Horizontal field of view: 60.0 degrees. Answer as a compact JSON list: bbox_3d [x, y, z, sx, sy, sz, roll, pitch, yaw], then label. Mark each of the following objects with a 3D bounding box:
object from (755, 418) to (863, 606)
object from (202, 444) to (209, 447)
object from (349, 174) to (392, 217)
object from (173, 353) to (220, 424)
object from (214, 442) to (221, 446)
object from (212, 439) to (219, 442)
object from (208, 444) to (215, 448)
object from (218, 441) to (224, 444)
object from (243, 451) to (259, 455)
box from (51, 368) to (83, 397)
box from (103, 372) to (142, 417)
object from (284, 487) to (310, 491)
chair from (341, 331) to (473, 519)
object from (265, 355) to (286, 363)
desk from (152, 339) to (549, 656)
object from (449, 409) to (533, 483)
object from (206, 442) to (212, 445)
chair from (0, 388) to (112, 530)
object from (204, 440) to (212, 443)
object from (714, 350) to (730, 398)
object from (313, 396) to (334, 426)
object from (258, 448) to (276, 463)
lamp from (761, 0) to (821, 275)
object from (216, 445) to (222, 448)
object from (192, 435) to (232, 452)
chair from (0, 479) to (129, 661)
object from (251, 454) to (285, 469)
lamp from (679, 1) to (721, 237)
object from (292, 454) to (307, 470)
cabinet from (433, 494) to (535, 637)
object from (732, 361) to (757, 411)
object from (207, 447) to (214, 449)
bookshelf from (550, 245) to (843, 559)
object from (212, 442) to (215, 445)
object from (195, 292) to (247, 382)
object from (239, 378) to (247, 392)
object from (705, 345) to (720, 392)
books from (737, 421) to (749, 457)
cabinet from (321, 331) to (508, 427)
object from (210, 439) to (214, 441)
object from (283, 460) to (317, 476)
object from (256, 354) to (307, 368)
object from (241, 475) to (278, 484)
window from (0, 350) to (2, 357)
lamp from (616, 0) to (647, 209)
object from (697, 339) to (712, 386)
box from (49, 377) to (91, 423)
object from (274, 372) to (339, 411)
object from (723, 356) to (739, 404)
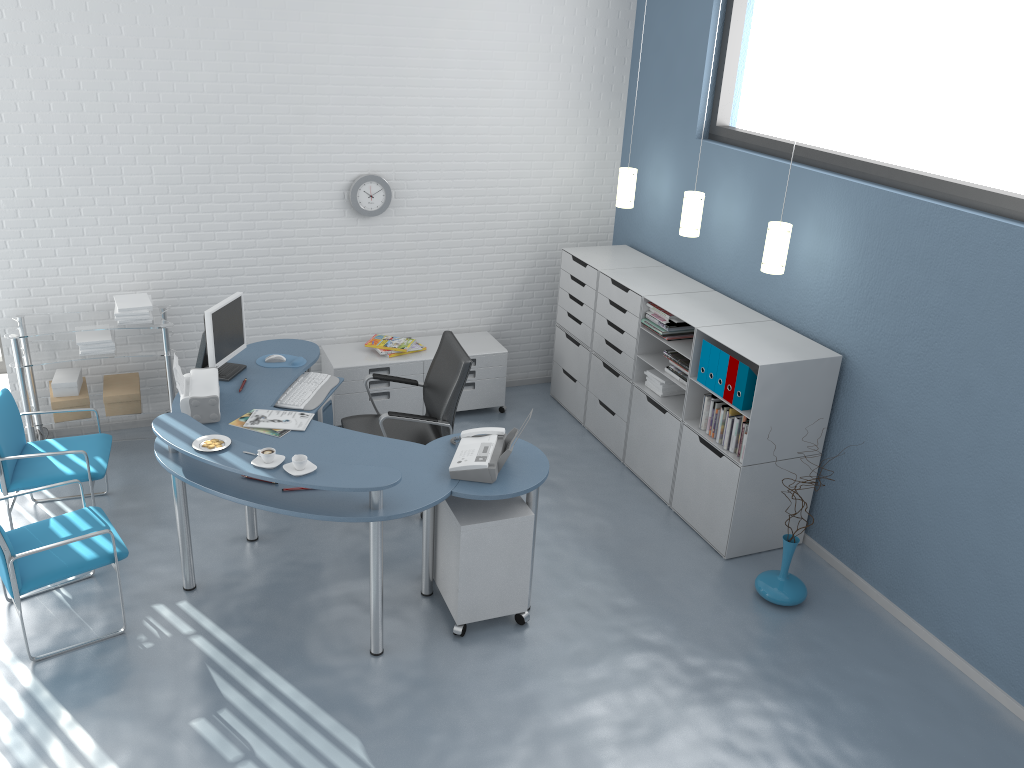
[{"bbox_3d":[1.415,0.659,4.339,0.357,0.972,0.312,23,30,38],"label":"object"},{"bbox_3d":[-1.314,0.263,3.805,0.027,0.005,0.025,9,24,12],"label":"object"},{"bbox_3d":[-0.937,-1.250,5.876,0.279,0.277,0.041,-6,25,-22],"label":"object"},{"bbox_3d":[-1.565,0.000,4.413,0.197,0.273,0.392,-4,24,-17],"label":"object"},{"bbox_3d":[-1.267,0.257,3.816,0.025,0.005,0.027,-10,27,-30],"label":"object"},{"bbox_3d":[-1.284,0.245,3.840,0.025,0.005,0.027,13,25,20],"label":"object"},{"bbox_3d":[-1.285,0.266,3.792,0.027,0.005,0.025,-17,31,-40],"label":"object"},{"bbox_3d":[-1.263,0.252,3.838,0.027,0.005,0.025,18,27,30],"label":"object"},{"bbox_3d":[-1.093,0.292,3.756,0.119,0.021,0.025,13,25,21],"label":"object"},{"bbox_3d":[-2.686,-0.011,5.360,0.139,0.090,0.234,-4,24,-17],"label":"box"},{"bbox_3d":[-2.421,0.062,5.513,0.207,0.133,0.347,-6,25,-22],"label":"box"},{"bbox_3d":[-0.875,0.446,3.801,0.200,0.010,0.011,-2,24,-13],"label":"object"},{"bbox_3d":[-0.619,0.237,5.069,0.652,0.948,0.584,-4,24,-17],"label":"chair"},{"bbox_3d":[-1.357,-0.149,5.089,0.115,0.035,0.054,-2,24,-13],"label":"object"},{"bbox_3d":[-1.027,0.489,4.480,2.282,0.900,1.402,23,30,38],"label":"desk"},{"bbox_3d":[-0.113,0.231,4.070,0.399,0.280,0.405,6,23,6],"label":"object"},{"bbox_3d":[-1.302,0.255,3.815,0.025,0.005,0.027,-4,24,-17],"label":"object"},{"bbox_3d":[-2.418,0.424,4.683,0.543,0.707,0.542,-4,24,-17],"label":"chair"},{"bbox_3d":[-1.315,0.251,3.834,0.027,0.005,0.025,11,24,16],"label":"object"},{"bbox_3d":[1.198,-0.062,4.749,0.181,0.247,0.082,-6,25,-22],"label":"object"},{"bbox_3d":[-1.373,0.261,5.577,0.471,0.422,0.199,8,23,10],"label":"object"},{"bbox_3d":[-1.020,0.298,3.702,0.062,0.049,0.078,-11,27,-31],"label":"object"},{"bbox_3d":[1.423,-1.414,4.332,0.120,1.786,0.120,14,25,23],"label":"lamp"},{"bbox_3d":[-1.259,0.266,3.808,0.027,0.005,0.025,-12,27,-32],"label":"object"},{"bbox_3d":[-1.292,0.258,3.817,0.162,0.011,0.162,11,24,17],"label":"object"},{"bbox_3d":[-2.055,0.753,3.964,0.543,0.707,0.542,-14,29,-35],"label":"chair"},{"bbox_3d":[-1.018,0.323,3.706,0.119,0.016,0.119,9,24,13],"label":"object"},{"bbox_3d":[1.119,-1.719,5.005,0.120,1.786,0.120,14,25,23],"label":"lamp"},{"bbox_3d":[-0.875,0.324,3.663,0.062,0.049,0.078,2,23,-2],"label":"object"},{"bbox_3d":[-0.167,0.787,4.284,0.383,0.605,0.559,-5,25,-20],"label":"cabinet"},{"bbox_3d":[1.262,0.002,4.608,0.181,0.247,0.082,-6,25,-22],"label":"object"},{"bbox_3d":[-1.288,0.270,3.793,0.025,0.005,0.027,21,28,35],"label":"object"},{"bbox_3d":[0.999,-0.033,5.672,0.521,1.141,2.294,-6,25,-22],"label":"bookshelf"},{"bbox_3d":[-1.284,0.258,3.822,0.025,0.005,0.027,-14,29,-35],"label":"object"},{"bbox_3d":[-1.602,-0.255,4.824,0.212,0.417,0.365,7,23,9],"label":"object"},{"bbox_3d":[-1.441,0.008,4.744,0.013,0.013,0.178,1,23,-5],"label":"object"},{"bbox_3d":[1.166,-0.094,4.819,0.181,0.247,0.082,-6,25,-22],"label":"object"},{"bbox_3d":[1.268,0.286,4.683,0.157,0.198,0.022,-6,25,-22],"label":"books"},{"bbox_3d":[-0.683,-0.029,6.278,1.259,0.484,0.447,-6,25,-22],"label":"cabinet"},{"bbox_3d":[-1.294,0.245,3.851,0.027,0.005,0.025,18,27,31],"label":"object"},{"bbox_3d":[-0.876,0.349,3.666,0.119,0.016,0.119,-18,31,-41],"label":"object"},{"bbox_3d":[-1.327,-0.146,5.106,0.285,0.026,0.213,-1,23,-10],"label":"object"},{"bbox_3d":[-1.094,0.412,3.845,0.178,0.013,0.013,9,24,13],"label":"object"},{"bbox_3d":[-4.842,-1.177,4.887,3.635,2.562,0.008,-6,25,-22],"label":"window"},{"bbox_3d":[0.815,-2.025,5.679,0.120,1.786,0.120,14,25,23],"label":"lamp"},{"bbox_3d":[1.134,-0.126,4.889,0.181,0.247,0.082,-6,25,-22],"label":"object"},{"bbox_3d":[-2.692,0.092,5.404,0.207,0.133,0.347,-9,26,-26],"label":"box"},{"bbox_3d":[-1.142,0.031,4.890,0.276,0.028,0.478,6,23,7],"label":"object"},{"bbox_3d":[1.230,-0.030,4.678,0.181,0.247,0.082,-6,25,-22],"label":"object"}]
